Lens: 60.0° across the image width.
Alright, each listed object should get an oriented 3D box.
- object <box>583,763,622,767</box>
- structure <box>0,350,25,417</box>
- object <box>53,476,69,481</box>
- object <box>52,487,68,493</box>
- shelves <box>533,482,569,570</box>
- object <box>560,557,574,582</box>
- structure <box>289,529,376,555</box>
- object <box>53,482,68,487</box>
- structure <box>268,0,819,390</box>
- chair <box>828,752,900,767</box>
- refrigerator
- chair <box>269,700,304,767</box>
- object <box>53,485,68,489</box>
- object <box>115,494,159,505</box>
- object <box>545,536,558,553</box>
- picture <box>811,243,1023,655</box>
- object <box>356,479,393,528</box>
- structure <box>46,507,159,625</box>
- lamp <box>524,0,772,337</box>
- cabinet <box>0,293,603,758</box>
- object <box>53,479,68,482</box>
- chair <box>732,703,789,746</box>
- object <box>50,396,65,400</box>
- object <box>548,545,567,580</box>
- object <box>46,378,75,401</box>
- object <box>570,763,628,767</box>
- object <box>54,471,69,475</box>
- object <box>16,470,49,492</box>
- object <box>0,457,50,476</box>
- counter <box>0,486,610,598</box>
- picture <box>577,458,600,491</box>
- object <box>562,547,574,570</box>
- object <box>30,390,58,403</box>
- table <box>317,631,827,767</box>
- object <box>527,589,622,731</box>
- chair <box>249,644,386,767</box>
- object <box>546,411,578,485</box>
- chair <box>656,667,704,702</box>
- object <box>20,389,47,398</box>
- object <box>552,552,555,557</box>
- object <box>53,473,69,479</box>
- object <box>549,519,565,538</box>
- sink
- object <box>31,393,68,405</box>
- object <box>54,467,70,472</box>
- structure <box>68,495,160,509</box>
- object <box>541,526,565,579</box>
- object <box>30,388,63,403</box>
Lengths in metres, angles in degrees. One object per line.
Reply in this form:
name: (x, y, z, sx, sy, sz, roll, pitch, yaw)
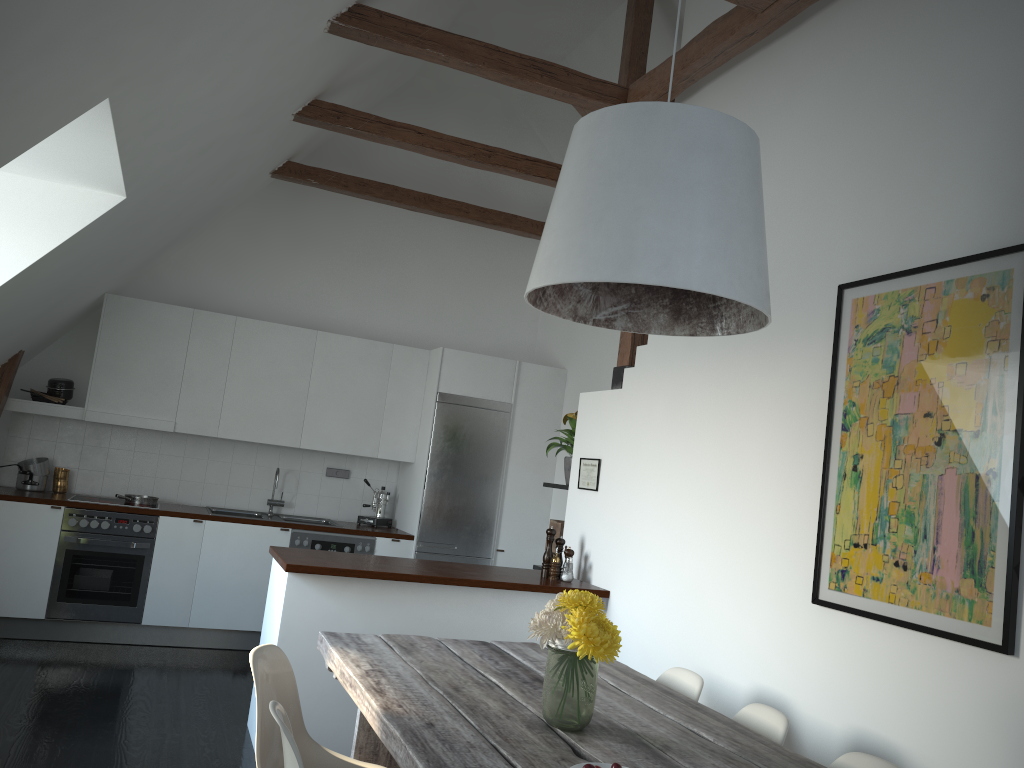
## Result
object: (0.235, 0.876, 1.980, 0.144, 0.034, 0.132, 2, -8, 41)
structure: (-1.684, 0.265, 0.057, 1.023, 1.963, 12.350, 10, -6, -20)
object: (-3.265, 0.686, 6.413, 0.099, 0.057, 0.101, 8, -6, -9)
object: (-3.267, 0.768, 6.406, 0.100, 0.036, 0.100, 10, -7, -24)
shelves: (0.544, 0.945, 5.595, 0.660, 0.553, 0.408, 10, -6, -20)
object: (0.306, 1.012, 4.848, 0.069, 0.135, 0.069, 1, -8, 44)
structure: (-1.425, 1.459, 6.653, 0.612, 0.725, 0.582, 10, -6, -20)
object: (-3.266, 0.728, 6.409, 0.099, 0.051, 0.099, 11, -7, -34)
structure: (3.962, -1.790, 0.557, 10.230, 3.562, 15.910, 9, -6, -15)
chair: (0.735, 1.385, 2.280, 0.542, 0.801, 0.465, 10, -7, -24)
refrigerator: (-0.406, 1.028, 6.791, 0.609, 1.868, 0.031, 10, -6, -20)
chair: (-0.395, 1.235, 2.232, 0.542, 0.801, 0.465, 9, -6, -19)
object: (-3.266, 0.746, 6.407, 0.100, 0.048, 0.099, 8, -6, -2)
object: (-2.714, 0.819, 6.356, 0.232, 0.061, 0.351, 2, -8, 43)
object: (0.415, 1.027, 5.576, 0.287, 0.101, 0.329, 10, -7, -25)
picture: (1.311, 0.191, 2.898, 0.036, 1.181, 0.808, 10, -6, -20)
object: (-1.104, 0.953, 7.111, 0.206, 0.370, 0.353, 4, -7, 26)
structure: (-2.838, 1.236, 6.211, 0.583, 0.725, 0.749, 10, -6, -20)
lamp: (0.572, -1.587, 2.705, 0.697, 2.813, 0.757, 4, -7, 29)
cabinet: (-1.171, 0.718, 5.708, 4.208, 2.369, 3.033, 10, -6, -20)
object: (-3.266, 0.708, 6.412, 0.099, 0.043, 0.100, 11, -7, -33)
chair: (0.553, 1.415, 2.783, 0.542, 0.801, 0.465, 9, -6, -14)
object: (-3.276, 0.091, 6.298, 0.335, 0.031, 0.065, 4, -7, 27)
object: (0.248, 0.979, 4.873, 0.080, 0.192, 0.058, 12, -7, -36)
object: (-3.249, 0.038, 6.378, 0.200, 0.166, 0.190, 4, -7, 32)
object: (0.225, 0.886, 1.965, 0.205, 0.024, 0.205, 11, -7, -28)
object: (-3.260, 0.651, 6.413, 0.100, 0.036, 0.100, 6, -6, 8)
object: (-3.367, 0.680, 6.263, 0.200, 0.154, 0.348, 12, -8, -41)
object: (-3.457, 0.589, 6.265, 0.203, 0.169, 0.371, 2, -8, 41)
counter: (-1.596, 0.926, 5.506, 3.365, 0.038, 3.085, 10, -6, -20)
picture: (0.443, 0.518, 5.090, 0.023, 0.182, 0.250, 10, -6, -20)
object: (0.310, 0.996, 4.925, 0.058, 0.184, 0.058, 10, -7, -24)
object: (-3.294, 0.087, 6.233, 0.332, 0.065, 0.065, 3, -7, 36)
table: (0.179, 1.330, 2.368, 1.141, 0.788, 2.421, 10, -6, -20)
object: (0.172, 0.756, 2.451, 0.293, 0.365, 0.233, 2, -8, 40)
chair: (-0.600, 1.266, 2.771, 0.542, 0.801, 0.465, 7, -6, 5)
object: (0.456, 0.417, 5.690, 0.493, 0.486, 0.506, 7, -6, -1)
chair: (0.383, 1.440, 3.225, 0.542, 0.801, 0.465, 9, -6, -19)
object: (-3.356, 0.088, 6.307, 0.244, 0.075, 0.357, 2, -8, 40)
object: (0.403, 1.124, 5.566, 0.329, 0.101, 0.287, 8, -6, -10)
object: (-3.262, 0.668, 6.411, 0.100, 0.036, 0.100, 3, -7, 36)
object: (0.427, 0.927, 5.597, 0.329, 0.101, 0.287, 8, -6, -10)
sink: (-1.782, 0.898, 6.702, 0.963, 0.519, 0.671, 10, -6, -20)
object: (-3.278, 0.112, 6.295, 0.243, 0.056, 0.350, 11, -7, -31)
object: (-3.256, 0.631, 6.415, 0.100, 0.047, 0.099, 10, -7, -25)
structure: (-2.787, 0.848, 6.237, 0.574, 0.041, 0.504, 10, -6, -20)
object: (0.234, 0.940, 4.959, 0.123, 0.283, 0.061, 10, -6, -20)
object: (-3.285, 0.082, 6.247, 0.331, 0.077, 0.061, 4, -7, 28)
